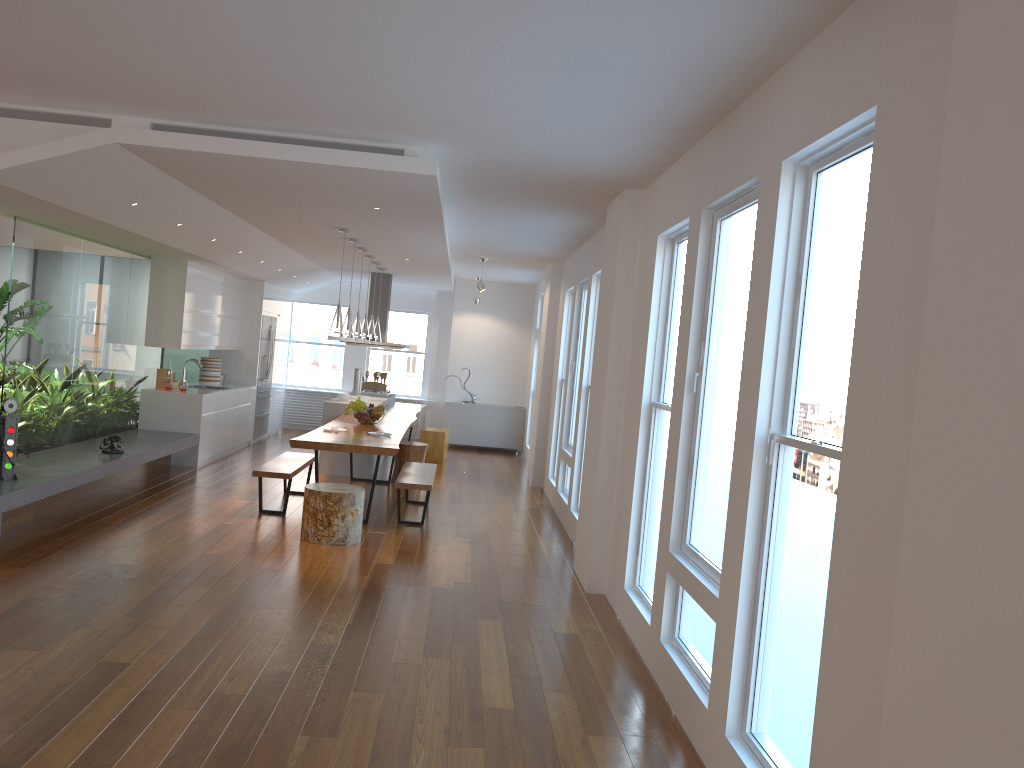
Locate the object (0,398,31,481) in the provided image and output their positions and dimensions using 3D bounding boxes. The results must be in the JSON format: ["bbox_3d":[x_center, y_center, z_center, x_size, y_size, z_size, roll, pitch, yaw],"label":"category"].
[{"bbox_3d":[-3.442,0.388,6.112,0.318,0.565,0.134,6,2,33],"label":"object"}]

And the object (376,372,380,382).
[{"bbox_3d":[-1.963,-0.027,12.916,0.057,0.299,0.019,5,2,-3],"label":"object"}]

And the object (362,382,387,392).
[{"bbox_3d":[-2.006,0.048,12.926,0.353,0.157,0.084,5,2,-3],"label":"object"}]

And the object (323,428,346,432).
[{"bbox_3d":[-1.639,0.425,8.198,0.222,0.020,0.222,7,2,37],"label":"object"}]

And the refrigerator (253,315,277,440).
[{"bbox_3d":[-3.848,-0.115,12.787,0.725,1.772,0.908,5,2,-3],"label":"refrigerator"}]

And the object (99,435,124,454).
[{"bbox_3d":[-3.540,0.529,7.832,0.216,0.155,0.181,4,2,-39],"label":"object"}]

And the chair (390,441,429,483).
[{"bbox_3d":[-1.170,0.902,10.107,0.396,0.455,0.402,5,2,-13],"label":"chair"}]

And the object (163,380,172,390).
[{"bbox_3d":[-3.887,0.011,10.020,0.094,0.106,0.094,5,2,2],"label":"object"}]

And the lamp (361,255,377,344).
[{"bbox_3d":[-1.632,-0.990,10.012,0.160,1.060,0.160,6,2,24],"label":"lamp"}]

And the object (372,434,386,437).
[{"bbox_3d":[-1.197,0.469,8.070,0.158,0.017,0.019,5,2,-8],"label":"object"}]

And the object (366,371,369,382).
[{"bbox_3d":[-2.117,-0.043,12.927,0.055,0.299,0.027,5,2,-3],"label":"object"}]

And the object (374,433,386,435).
[{"bbox_3d":[-1.217,0.469,8.175,0.124,0.011,0.124,5,2,-21],"label":"object"}]

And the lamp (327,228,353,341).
[{"bbox_3d":[-1.512,-0.913,7.847,0.160,1.060,0.160,6,2,24],"label":"lamp"}]

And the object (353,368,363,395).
[{"bbox_3d":[-2.075,-0.029,12.014,0.120,0.356,0.172,7,2,45],"label":"object"}]

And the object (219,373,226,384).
[{"bbox_3d":[-4.006,-0.097,11.970,0.265,0.196,0.284,7,2,39],"label":"object"}]

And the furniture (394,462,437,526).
[{"bbox_3d":[-0.893,1.015,8.246,0.316,0.389,1.433,5,2,-3],"label":"furniture"}]

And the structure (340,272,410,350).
[{"bbox_3d":[-1.846,-1.215,12.416,0.909,1.405,0.900,5,2,-3],"label":"structure"}]

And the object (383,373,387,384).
[{"bbox_3d":[-1.864,-0.019,12.942,0.057,0.294,0.030,5,2,-3],"label":"object"}]

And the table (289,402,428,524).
[{"bbox_3d":[-1.559,0.733,10.208,0.893,0.704,5.996,5,2,-3],"label":"table"}]

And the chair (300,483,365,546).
[{"bbox_3d":[-1.388,1.002,6.877,0.460,0.400,0.460,5,2,7],"label":"chair"}]

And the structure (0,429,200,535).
[{"bbox_3d":[-4.881,0.685,7.587,3.088,0.386,5.584,5,2,-3],"label":"structure"}]

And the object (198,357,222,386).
[{"bbox_3d":[-3.944,-0.162,11.584,0.267,0.356,0.266,6,2,22],"label":"object"}]

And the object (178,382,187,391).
[{"bbox_3d":[-3.704,0.029,9.984,0.094,0.106,0.094,5,2,2],"label":"object"}]

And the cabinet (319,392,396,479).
[{"bbox_3d":[-1.963,0.590,11.580,0.597,0.832,2.936,5,2,-3],"label":"cabinet"}]

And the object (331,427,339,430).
[{"bbox_3d":[-1.638,0.419,8.197,0.070,0.030,0.079,4,2,-40],"label":"object"}]

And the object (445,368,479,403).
[{"bbox_3d":[-0.782,0.015,14.238,0.590,0.563,0.210,4,2,-32],"label":"object"}]

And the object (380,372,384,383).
[{"bbox_3d":[-1.900,-0.021,12.923,0.068,0.298,0.039,5,2,-3],"label":"object"}]

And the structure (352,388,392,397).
[{"bbox_3d":[-1.971,0.108,12.484,0.520,0.073,0.650,5,2,-3],"label":"structure"}]

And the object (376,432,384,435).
[{"bbox_3d":[-1.216,0.459,8.175,0.079,0.030,0.070,7,2,40],"label":"object"}]

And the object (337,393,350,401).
[{"bbox_3d":[-2.018,0.157,10.604,0.152,0.082,0.152,6,2,36],"label":"object"}]

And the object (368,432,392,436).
[{"bbox_3d":[-1.217,0.465,8.175,0.222,0.020,0.222,5,2,-11],"label":"object"}]

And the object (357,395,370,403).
[{"bbox_3d":[-1.763,0.183,10.495,0.152,0.082,0.152,4,2,-43],"label":"object"}]

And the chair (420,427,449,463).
[{"bbox_3d":[-1.088,0.848,12.330,0.344,0.430,0.549,5,2,1],"label":"chair"}]

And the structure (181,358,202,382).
[{"bbox_3d":[-3.978,-0.052,11.031,0.248,0.536,0.115,5,2,-3],"label":"structure"}]

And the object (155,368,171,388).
[{"bbox_3d":[-4.038,-0.065,10.281,0.104,0.222,0.200,5,2,-3],"label":"object"}]

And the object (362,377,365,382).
[{"bbox_3d":[-2.155,-0.028,12.923,0.199,0.259,0.016,5,2,7],"label":"object"}]

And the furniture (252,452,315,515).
[{"bbox_3d":[-2.079,0.909,8.176,0.316,0.389,1.433,5,2,-3],"label":"furniture"}]

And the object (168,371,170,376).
[{"bbox_3d":[-4.002,-0.056,10.317,0.040,0.192,0.042,4,2,-43],"label":"object"}]

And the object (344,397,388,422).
[{"bbox_3d":[-1.511,0.280,9.191,0.394,0.284,0.292,4,2,-39],"label":"object"}]

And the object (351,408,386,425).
[{"bbox_3d":[-1.490,0.346,9.180,0.360,0.159,0.360,4,2,-40],"label":"object"}]

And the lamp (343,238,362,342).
[{"bbox_3d":[-1.552,-0.939,8.569,0.160,1.060,0.160,6,2,24],"label":"lamp"}]

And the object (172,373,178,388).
[{"bbox_3d":[-4.040,-0.047,10.530,0.100,0.170,0.173,5,2,-2],"label":"object"}]

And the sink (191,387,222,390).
[{"bbox_3d":[-3.801,0.162,11.020,0.449,0.192,0.666,5,2,-3],"label":"sink"}]

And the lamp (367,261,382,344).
[{"bbox_3d":[-1.672,-1.016,10.733,0.160,1.060,0.160,6,2,24],"label":"lamp"}]

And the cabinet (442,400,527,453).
[{"bbox_3d":[-0.461,0.690,14.324,1.309,0.725,0.420,5,2,-3],"label":"cabinet"}]

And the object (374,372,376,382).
[{"bbox_3d":[-1.998,-0.031,12.934,0.061,0.299,0.040,5,2,-6],"label":"object"}]

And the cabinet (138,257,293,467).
[{"bbox_3d":[-3.841,-0.307,12.036,0.676,2.280,4.565,5,2,-3],"label":"cabinet"}]

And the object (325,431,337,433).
[{"bbox_3d":[-1.645,0.432,8.063,0.149,0.014,0.044,5,2,-5],"label":"object"}]

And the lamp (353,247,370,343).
[{"bbox_3d":[-1.592,-0.964,9.290,0.160,1.060,0.160,6,2,24],"label":"lamp"}]

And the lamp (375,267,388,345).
[{"bbox_3d":[-1.712,-1.041,11.455,0.160,1.060,0.160,6,2,24],"label":"lamp"}]
